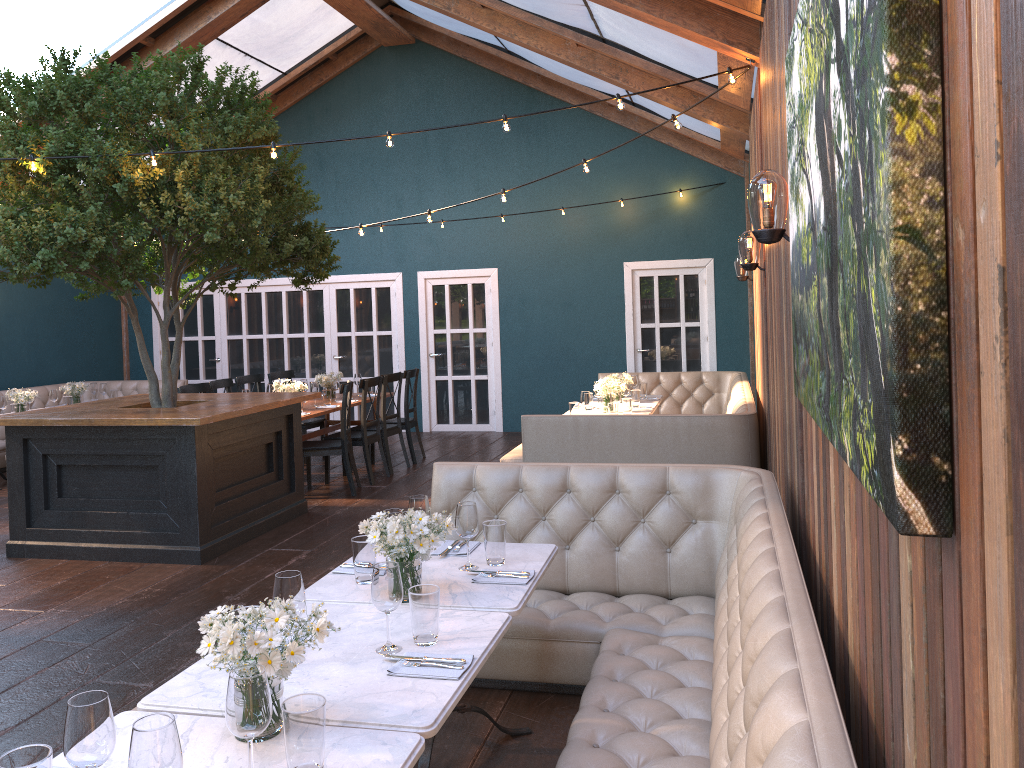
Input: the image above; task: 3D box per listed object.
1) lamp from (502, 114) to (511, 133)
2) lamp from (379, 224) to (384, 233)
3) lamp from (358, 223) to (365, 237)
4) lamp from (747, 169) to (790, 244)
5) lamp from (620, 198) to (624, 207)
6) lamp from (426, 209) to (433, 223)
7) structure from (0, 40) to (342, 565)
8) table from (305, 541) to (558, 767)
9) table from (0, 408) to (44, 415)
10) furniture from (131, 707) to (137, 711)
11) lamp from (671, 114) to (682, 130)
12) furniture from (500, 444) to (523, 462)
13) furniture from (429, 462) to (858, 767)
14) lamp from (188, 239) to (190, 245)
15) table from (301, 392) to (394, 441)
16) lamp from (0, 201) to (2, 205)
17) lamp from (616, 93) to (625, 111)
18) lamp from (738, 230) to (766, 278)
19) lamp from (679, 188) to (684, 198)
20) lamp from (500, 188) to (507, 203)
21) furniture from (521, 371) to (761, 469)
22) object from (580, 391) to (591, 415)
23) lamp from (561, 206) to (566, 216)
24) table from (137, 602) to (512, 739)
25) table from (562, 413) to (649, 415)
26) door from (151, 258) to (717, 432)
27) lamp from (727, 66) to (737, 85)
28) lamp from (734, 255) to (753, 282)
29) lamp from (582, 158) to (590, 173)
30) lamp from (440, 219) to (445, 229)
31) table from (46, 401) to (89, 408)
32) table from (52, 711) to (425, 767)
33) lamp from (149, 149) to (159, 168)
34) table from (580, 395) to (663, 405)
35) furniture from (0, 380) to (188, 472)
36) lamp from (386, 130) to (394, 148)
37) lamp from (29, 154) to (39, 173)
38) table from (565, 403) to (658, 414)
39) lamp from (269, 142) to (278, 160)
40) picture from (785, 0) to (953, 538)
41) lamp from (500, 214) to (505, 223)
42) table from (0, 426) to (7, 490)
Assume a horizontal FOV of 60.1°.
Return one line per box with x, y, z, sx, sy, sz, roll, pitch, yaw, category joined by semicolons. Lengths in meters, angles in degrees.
-0.037;-1.708;5.795;0.056;0.121;0.056;-2;2;-4;lamp
-1.635;-1.950;11.070;0.056;0.121;0.056;-3;2;-25;lamp
-1.335;-1.365;7.838;0.056;0.121;0.056;-1;2;22;lamp
0.944;-0.618;3.201;0.178;0.320;0.146;-1;2;14;lamp
1.388;-2.287;11.162;0.056;0.120;0.056;-1;2;35;lamp
-0.694;-1.410;7.436;0.056;0.121;0.056;-2;2;-10;lamp
-2.703;-0.693;6.804;2.713;3.691;2.859;-1;2;22;structure
-0.271;1.027;3.313;0.798;0.671;0.801;-1;3;13;table
-5.222;0.647;9.917;0.798;0.671;0.801;-1;3;14;table
-1.112;1.243;2.681;0.312;0.398;2.336;-1;5;14;furniture
1.152;-1.833;6.191;0.073;0.115;0.056;-1;2;20;lamp
0.322;0.709;8.581;0.312;0.398;2.336;-1;5;14;furniture
-0.041;0.999;2.413;1.708;0.857;4.171;-1;5;14;furniture
-3.292;-1.416;9.013;0.060;0.119;0.056;-3;2;-39;lamp
-2.093;0.575;9.175;0.950;0.728;2.439;-1;4;14;table
-6.161;-2.150;10.643;0.056;0.120;0.056;-2;2;-16;lamp
0.708;-1.852;5.803;0.064;0.118;0.056;-1;2;23;lamp
1.592;-0.860;5.869;0.178;0.320;0.146;-1;2;14;lamp
2.138;-2.411;11.182;0.056;0.121;0.056;-2;2;-4;lamp
-0.066;-1.492;7.010;0.056;0.121;0.056;-2;2;-9;lamp
1.384;0.467;8.282;1.708;0.857;4.171;-1;5;14;furniture
0.632;0.186;7.581;0.092;0.244;0.092;-3;2;-28;object
0.645;-2.179;11.144;0.056;0.119;0.061;-2;2;15;lamp
-0.464;1.099;2.520;0.798;0.671;0.801;-1;3;14;table
0.774;0.637;7.617;0.798;0.671;0.801;-1;3;13;table
-1.355;-0.447;12.280;8.168;2.208;0.174;-1;1;14;door
1.453;-2.034;5.836;0.056;0.120;0.056;0;2;43;lamp
2.240;-1.102;8.539;0.178;0.320;0.146;-1;2;14;lamp
0.554;-1.627;6.593;0.056;0.118;0.066;-2;2;-10;lamp
-0.873;-2.008;11.096;0.059;0.119;0.056;-1;2;38;lamp
-5.029;0.575;10.710;0.798;0.671;0.801;-1;3;13;table
-0.657;1.171;1.727;0.798;0.671;0.801;-1;3;13;table
-2.303;-1.451;5.688;0.060;0.119;0.056;-2;2;-1;lamp
1.159;0.493;9.203;0.798;0.671;0.801;-1;3;13;table
-5.605;0.559;9.998;1.708;0.857;4.171;-1;5;14;furniture
-0.792;-1.593;5.750;0.056;0.117;0.068;-2;2;11;lamp
-3.061;-1.411;5.662;0.056;0.121;0.056;-1;2;39;lamp
0.966;0.565;8.410;0.798;0.671;0.801;-1;3;14;table
-1.543;-1.510;5.719;0.060;0.119;0.056;-1;2;37;lamp
0.655;-0.391;1.820;0.065;0.996;1.655;-2;4;14;picture
-0.114;-2.086;11.134;0.056;0.119;0.060;-3;2;-35;lamp
-5.414;0.719;9.124;0.798;0.671;0.801;-1;3;13;table
